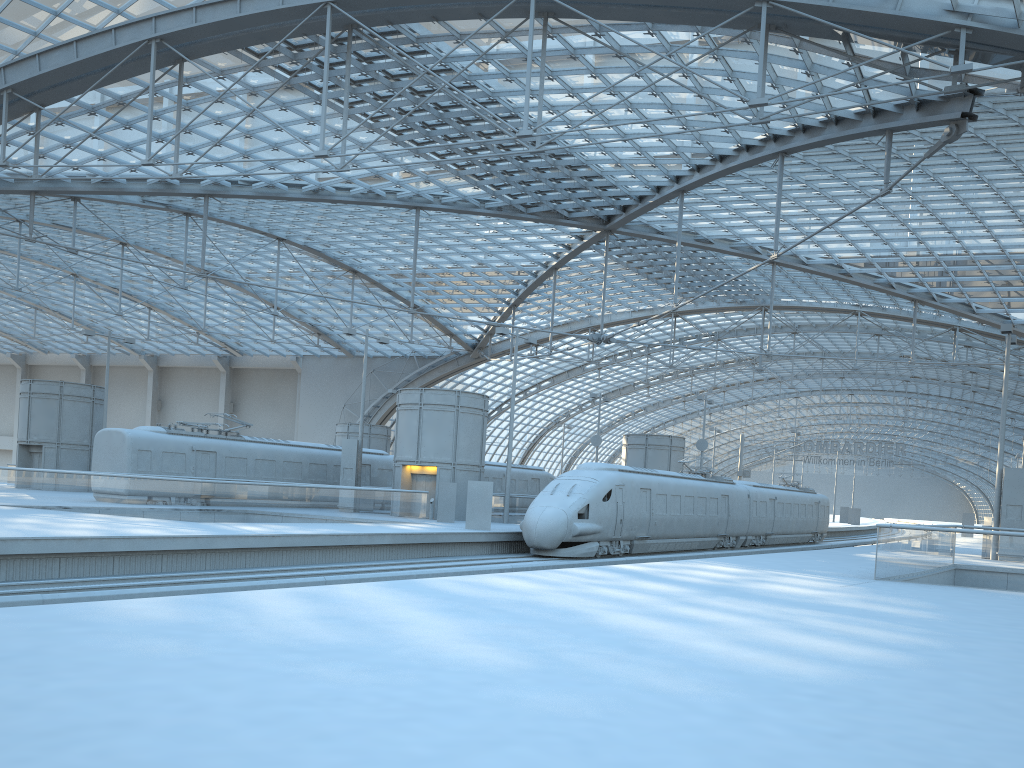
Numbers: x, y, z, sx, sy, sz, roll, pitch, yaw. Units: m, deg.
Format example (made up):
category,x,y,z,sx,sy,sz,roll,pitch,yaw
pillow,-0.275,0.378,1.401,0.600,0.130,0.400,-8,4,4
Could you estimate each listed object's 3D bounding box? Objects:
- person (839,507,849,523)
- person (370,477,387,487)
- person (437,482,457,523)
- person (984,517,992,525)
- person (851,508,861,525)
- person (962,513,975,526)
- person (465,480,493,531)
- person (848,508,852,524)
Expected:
category,x,y,z,sx,sy,sz,roll,pitch,yaw
person,35.839,14.167,95.012,0.897,1.803,0.001,3,0,27
person,-6.511,5.395,42.811,0.826,1.736,0.001,3,1,6
person,-2.534,4.649,34.316,0.709,1.615,0.001,3,1,11
person,36.576,11.017,67.586,0.001,1.615,0.806,3,-1,-13
person,34.054,13.168,86.972,0.824,1.736,0.001,3,0,32
person,32.998,10.223,63.516,0.001,1.803,0.898,3,0,-33
person,-1.096,4.170,30.010,0.874,1.709,0.001,3,1,6
person,35.112,13.642,90.496,0.872,1.709,0.001,3,0,32
